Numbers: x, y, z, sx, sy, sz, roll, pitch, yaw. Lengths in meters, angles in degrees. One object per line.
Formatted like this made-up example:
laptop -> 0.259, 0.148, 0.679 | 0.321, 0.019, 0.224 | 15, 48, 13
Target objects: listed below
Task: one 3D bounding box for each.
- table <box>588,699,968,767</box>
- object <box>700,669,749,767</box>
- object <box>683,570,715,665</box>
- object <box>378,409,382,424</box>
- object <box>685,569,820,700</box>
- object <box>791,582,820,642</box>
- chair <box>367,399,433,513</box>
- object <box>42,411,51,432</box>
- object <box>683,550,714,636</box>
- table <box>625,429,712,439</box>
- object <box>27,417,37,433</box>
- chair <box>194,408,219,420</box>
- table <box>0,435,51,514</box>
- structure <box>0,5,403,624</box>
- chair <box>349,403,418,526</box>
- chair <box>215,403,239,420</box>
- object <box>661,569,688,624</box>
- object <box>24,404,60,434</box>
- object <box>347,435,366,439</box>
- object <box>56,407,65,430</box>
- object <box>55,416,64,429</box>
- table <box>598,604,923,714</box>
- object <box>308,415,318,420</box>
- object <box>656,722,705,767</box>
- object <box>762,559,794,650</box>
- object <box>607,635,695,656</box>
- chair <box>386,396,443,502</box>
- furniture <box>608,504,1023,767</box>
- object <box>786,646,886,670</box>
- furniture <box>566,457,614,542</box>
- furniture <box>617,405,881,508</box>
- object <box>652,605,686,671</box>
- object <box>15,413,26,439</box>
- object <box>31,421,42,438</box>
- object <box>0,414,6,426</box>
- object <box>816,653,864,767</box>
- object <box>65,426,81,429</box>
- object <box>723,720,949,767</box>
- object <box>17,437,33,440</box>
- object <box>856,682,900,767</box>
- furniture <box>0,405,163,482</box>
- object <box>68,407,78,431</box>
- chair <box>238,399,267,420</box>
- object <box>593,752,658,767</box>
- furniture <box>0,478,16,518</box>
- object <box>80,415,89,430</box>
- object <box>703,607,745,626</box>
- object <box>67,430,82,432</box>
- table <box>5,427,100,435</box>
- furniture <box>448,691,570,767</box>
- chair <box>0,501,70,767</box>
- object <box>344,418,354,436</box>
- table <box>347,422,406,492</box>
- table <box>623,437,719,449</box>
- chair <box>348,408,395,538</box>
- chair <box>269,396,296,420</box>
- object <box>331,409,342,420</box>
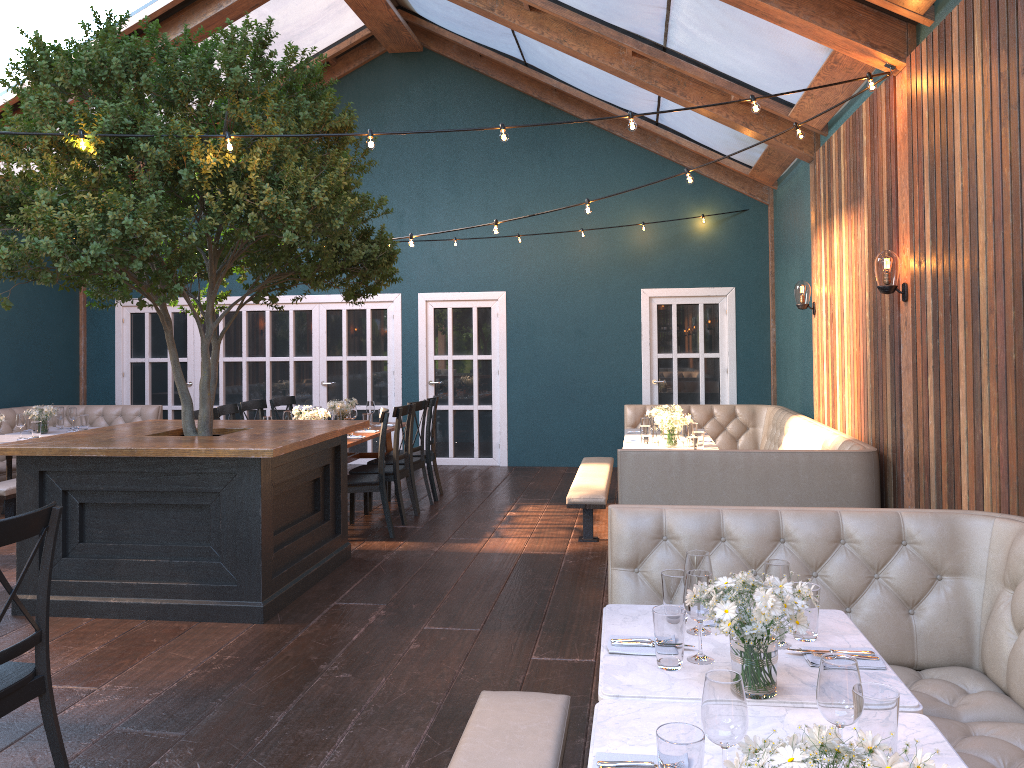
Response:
table -> 0.554, 1.147, 1.783 | 0.798, 0.673, 0.799 | 0, 1, 8
object -> 0.415, 0.692, 1.727 | 0.092, 0.245, 0.092 | 0, -1, -34
object -> 0.529, 0.654, 2.492 | 0.092, 0.245, 0.092 | 0, -1, -34
object -> -1.339, 0.339, 9.182 | 0.092, 0.158, 0.092 | -1, 0, 34
object -> 0.618, 0.631, 2.279 | 0.336, 0.310, 0.329 | 0, 1, 20
object -> 0.879, 0.686, 2.657 | 0.092, 0.158, 0.092 | -1, 0, -6
chair -> -1.072, 0.671, 8.446 | 0.539, 1.021, 0.477 | -1, 0, 13
object -> -4.942, 0.383, 9.386 | 0.092, 0.245, 0.092 | 0, -1, -40
object -> 0.575, 0.642, 2.729 | 0.092, 0.245, 0.092 | 0, -1, -34
table -> 1.500, 0.810, 8.595 | 0.798, 0.673, 0.799 | 0, 1, 7
object -> -5.054, 0.430, 9.313 | 0.092, 0.158, 0.092 | -1, 0, -6
chair -> -2.450, 0.730, 7.506 | 0.539, 1.021, 0.477 | -1, 0, 8
table -> -4.923, 0.876, 8.662 | 0.798, 0.673, 0.799 | 0, 1, 8
structure -> -2.072, -0.534, 5.876 | 2.714, 3.700, 2.851 | -1, 0, 17
chair -> -1.149, 0.698, 7.891 | 0.539, 1.021, 0.477 | -1, 0, 8
chair -> -2.421, 0.703, 8.068 | 0.539, 1.021, 0.477 | -1, 0, 3
object -> 0.523, 0.681, 2.825 | 0.092, 0.158, 0.092 | -1, 0, -6
object -> -4.870, 0.360, 9.166 | 0.336, 0.310, 0.329 | -1, 1, -27
object -> -1.445, 0.471, 7.906 | 0.255, 0.019, 0.157 | 0, 3, 8
object -> -4.906, 0.372, 9.612 | 0.092, 0.245, 0.092 | 0, -1, -40
object -> -4.958, 0.410, 9.707 | 0.092, 0.158, 0.092 | -1, 0, -6
table -> 0.666, 1.107, 2.591 | 0.798, 0.673, 0.799 | 0, 1, 7
object -> -1.672, 0.384, 7.420 | 0.092, 0.245, 0.092 | 0, -1, -34
object -> 0.320, 0.739, 1.674 | 0.092, 0.158, 0.092 | -1, 0, -6
object -> 0.782, 0.646, 2.606 | 0.092, 0.245, 0.092 | 0, -1, -34
object -> 0.408, 0.763, 2.601 | 0.255, 0.019, 0.157 | 0, 3, 8
chair -> -0.995, 0.643, 9.001 | 0.539, 1.021, 0.477 | -1, 0, 3
furniture -> 0.988, 1.051, 1.723 | 1.709, 0.859, 4.161 | 0, 3, 8
object -> 0.906, 0.763, 2.491 | 0.255, 0.019, 0.157 | 0, 3, 8
furniture -> 0.726, 0.989, 7.887 | 0.313, 0.399, 2.330 | -1, 3, 8
furniture -> 1.819, 0.755, 7.705 | 1.709, 0.859, 4.161 | 0, 3, 8
object -> 0.434, 0.701, 2.438 | 0.092, 0.158, 0.092 | -1, 0, -6
object -> -4.826, 0.415, 8.691 | 0.092, 0.245, 0.092 | 0, -1, -34
object -> -4.712, 0.453, 8.765 | 0.092, 0.158, 0.092 | -1, 0, -6
object -> -4.970, 0.401, 8.340 | 0.329, 0.310, 0.336 | -1, 1, -40
object -> 0.672, 0.685, 1.813 | 0.092, 0.245, 0.092 | 0, -1, -34
object -> -4.793, 0.477, 9.732 | 0.157, 0.019, 0.255 | 0, 3, 8
object -> 0.487, 0.678, 1.329 | 0.336, 0.310, 0.329 | 0, 1, 24
object -> -4.688, 0.531, 8.594 | 0.255, 0.019, 0.157 | 0, 3, 8
object -> 0.769, 0.725, 1.864 | 0.092, 0.158, 0.092 | -1, 0, -6
furniture -> -5.310, 0.784, 8.708 | 1.709, 0.859, 4.161 | 0, 3, 8
object -> -4.701, 0.376, 9.473 | 0.092, 0.245, 0.092 | 0, -1, -40
chair -> -2.359, 0.676, 8.624 | 0.539, 1.021, 0.477 | -1, 0, 13
object -> 0.294, 0.801, 1.837 | 0.255, 0.019, 0.157 | 0, 3, 8
furniture -> -4.237, 1.009, 8.576 | 0.313, 0.399, 2.330 | -1, 3, 8
object -> -4.612, 0.415, 9.543 | 0.092, 0.158, 0.092 | -1, 0, -6
object -> 0.688, 0.748, 2.850 | 0.157, 0.019, 0.255 | 0, 3, 8
object -> -4.591, 0.493, 9.349 | 0.255, 0.019, 0.157 | 0, 3, 8
table -> -4.810, 0.836, 9.470 | 0.798, 0.673, 0.799 | 0, 1, 7
furniture -> -0.110, 1.286, 1.872 | 0.313, 0.399, 2.330 | -1, 3, 8
chair -> -1.836, 0.942, 2.947 | 0.539, 1.021, 0.477 | -1, 0, 8
object -> -1.488, 0.393, 8.082 | 0.092, 0.158, 0.092 | -1, 0, 44
table -> -1.733, 0.833, 8.241 | 0.950, 0.730, 2.432 | 0, 2, 8
table -> 1.388, 0.850, 7.787 | 0.798, 0.673, 0.799 | 0, 1, 8
chair -> -1.248, 0.726, 7.322 | 0.539, 1.021, 0.477 | -1, 0, -9
chair -> -2.203, 0.648, 9.168 | 0.539, 1.021, 0.477 | -1, 0, 13
object -> -1.590, 0.355, 8.011 | 0.092, 0.245, 0.092 | 0, -1, -34
